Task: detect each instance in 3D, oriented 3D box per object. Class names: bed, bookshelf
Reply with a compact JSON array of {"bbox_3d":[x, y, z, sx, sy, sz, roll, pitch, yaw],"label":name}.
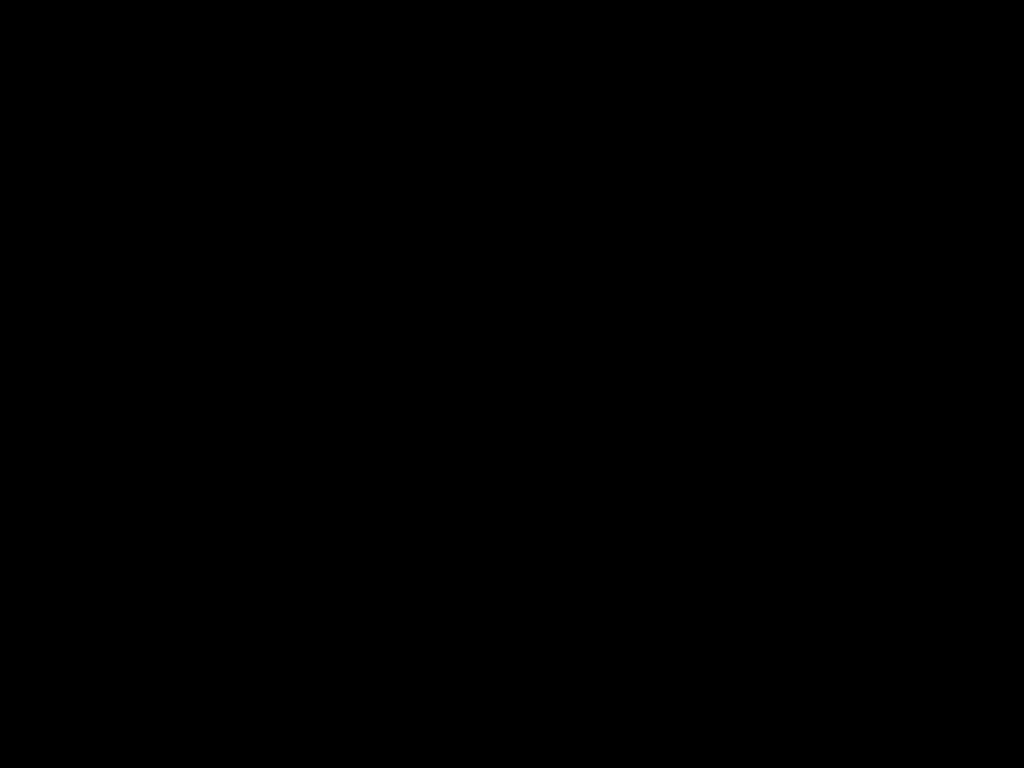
[{"bbox_3d":[0.429,-0.230,1.228,2.087,0.994,3.009,-2,-2,-5],"label":"bed"},{"bbox_3d":[0.303,0.187,3.034,1.495,0.303,0.643,-2,-2,-5],"label":"bookshelf"}]

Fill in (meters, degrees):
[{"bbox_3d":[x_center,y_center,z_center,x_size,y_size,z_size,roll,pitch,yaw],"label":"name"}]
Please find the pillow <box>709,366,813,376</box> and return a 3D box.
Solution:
[{"bbox_3d":[0.628,-0.099,2.820,0.498,0.241,0.470,-1,-3,-40],"label":"pillow"}]
